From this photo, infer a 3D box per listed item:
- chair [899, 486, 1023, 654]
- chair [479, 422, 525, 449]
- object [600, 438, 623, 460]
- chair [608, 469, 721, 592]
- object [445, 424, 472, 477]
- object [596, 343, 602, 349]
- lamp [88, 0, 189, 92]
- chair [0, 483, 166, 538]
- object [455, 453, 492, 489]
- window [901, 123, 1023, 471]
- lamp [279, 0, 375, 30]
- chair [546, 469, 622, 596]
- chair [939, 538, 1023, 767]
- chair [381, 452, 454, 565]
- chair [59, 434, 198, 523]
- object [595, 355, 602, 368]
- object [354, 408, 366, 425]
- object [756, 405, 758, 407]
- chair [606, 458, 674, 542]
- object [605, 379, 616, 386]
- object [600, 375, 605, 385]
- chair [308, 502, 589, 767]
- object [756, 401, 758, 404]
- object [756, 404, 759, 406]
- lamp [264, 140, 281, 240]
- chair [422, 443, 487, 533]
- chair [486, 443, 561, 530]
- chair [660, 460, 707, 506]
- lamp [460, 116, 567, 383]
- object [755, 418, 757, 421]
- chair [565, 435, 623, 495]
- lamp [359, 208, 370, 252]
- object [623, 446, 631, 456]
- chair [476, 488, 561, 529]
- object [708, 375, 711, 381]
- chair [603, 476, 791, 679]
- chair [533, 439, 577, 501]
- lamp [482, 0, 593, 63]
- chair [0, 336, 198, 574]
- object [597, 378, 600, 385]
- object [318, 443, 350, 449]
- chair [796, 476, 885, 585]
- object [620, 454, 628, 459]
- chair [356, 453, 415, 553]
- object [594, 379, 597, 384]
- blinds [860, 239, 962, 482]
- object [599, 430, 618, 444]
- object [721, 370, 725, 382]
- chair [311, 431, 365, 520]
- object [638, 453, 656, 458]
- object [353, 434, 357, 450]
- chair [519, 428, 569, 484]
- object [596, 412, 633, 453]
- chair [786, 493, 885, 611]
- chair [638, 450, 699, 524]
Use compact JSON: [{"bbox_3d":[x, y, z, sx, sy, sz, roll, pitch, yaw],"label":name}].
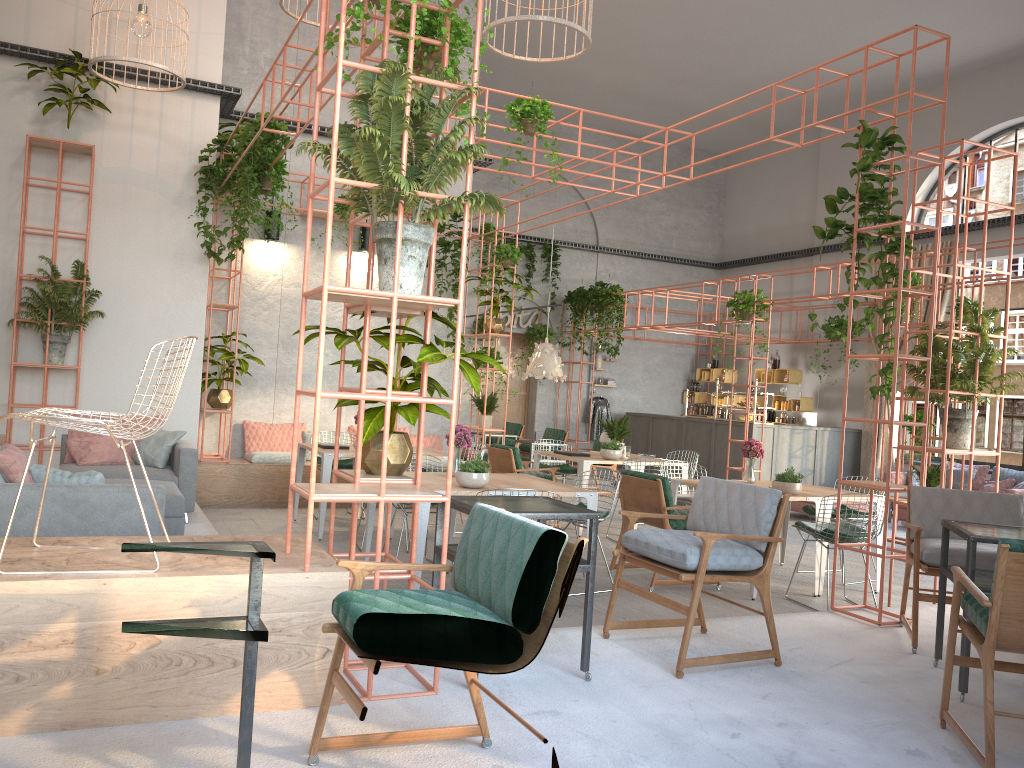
[{"bbox_3d":[2.741,1.111,5.290,0.722,0.914,0.685,4,0,15],"label":"chair"},{"bbox_3d":[-0.218,1.195,17.030,0.685,0.930,0.722,4,0,-25],"label":"chair"},{"bbox_3d":[1.115,0.727,9.953,0.248,0.247,0.254,4,0,-25],"label":"object"},{"bbox_3d":[1.303,1.219,7.533,0.685,0.917,0.722,4,0,-25],"label":"chair"},{"bbox_3d":[-0.423,0.523,6.991,0.213,0.414,0.225,4,0,-33],"label":"object"},{"bbox_3d":[1.873,-0.811,19.054,0.133,0.145,0.133,3,0,27],"label":"object"},{"bbox_3d":[-3.561,-4.753,8.718,0.883,3.476,0.883,3,0,27],"label":"lamp"},{"bbox_3d":[-2.724,0.833,5.438,1.056,0.586,1.127,4,0,-25],"label":"chair"},{"bbox_3d":[-0.277,0.611,6.280,0.247,0.247,0.252,4,0,-25],"label":"object"},{"bbox_3d":[8.053,-1.401,14.043,0.089,5.538,4.127,4,0,-25],"label":"window"},{"bbox_3d":[-1.638,-5.269,8.406,0.883,3.476,0.883,3,0,27],"label":"lamp"},{"bbox_3d":[0.490,1.160,7.119,0.717,0.941,0.565,4,0,-29],"label":"chair"},{"bbox_3d":[2.161,1.059,3.472,0.722,0.917,0.685,4,0,15],"label":"chair"},{"bbox_3d":[-0.809,1.079,7.530,0.565,0.941,0.717,4,0,-24],"label":"chair"},{"bbox_3d":[-3.494,0.845,8.036,1.127,0.672,1.052,4,0,-25],"label":"chair"},{"bbox_3d":[1.857,-0.508,19.061,0.136,0.336,0.145,4,0,-11],"label":"object"},{"bbox_3d":[-1.584,0.466,9.473,0.213,0.414,0.225,4,0,-33],"label":"object"},{"bbox_3d":[4.331,0.375,15.853,0.132,0.051,0.099,4,0,-27],"label":"object"},{"bbox_3d":[1.377,1.234,9.526,0.565,0.941,0.717,4,0,-9],"label":"chair"},{"bbox_3d":[2.136,-0.039,19.207,0.219,0.149,0.129,4,0,-25],"label":"object"},{"bbox_3d":[1.944,-0.085,19.116,0.081,0.204,0.081,4,0,-25],"label":"object"},{"bbox_3d":[-0.227,0.896,2.929,0.685,0.929,0.722,4,0,-25],"label":"chair"},{"bbox_3d":[4.295,0.332,15.782,0.142,0.087,0.094,4,0,-17],"label":"object"},{"bbox_3d":[4.358,0.365,15.835,0.152,0.058,0.095,4,0,-35],"label":"object"},{"bbox_3d":[-2.944,-2.513,11.039,0.179,1.425,0.185,4,0,-25],"label":"lamp"},{"bbox_3d":[-0.669,1.103,9.596,0.717,0.941,0.565,4,0,-29],"label":"chair"},{"bbox_3d":[0.109,1.160,10.047,0.685,0.917,0.722,4,0,-25],"label":"chair"},{"bbox_3d":[1.778,1.254,8.691,0.565,0.941,0.717,4,0,-24],"label":"chair"},{"bbox_3d":[-0.143,-2.087,15.120,0.704,4.052,4.456,4,0,-25],"label":"lamp"},{"bbox_3d":[4.301,0.617,15.867,0.240,0.104,0.073,4,-1,-44],"label":"object"},{"bbox_3d":[1.266,1.268,13.857,0.685,0.929,0.722,4,0,-25],"label":"chair"},{"bbox_3d":[-1.852,-2.440,11.552,0.179,1.425,0.185,4,0,-25],"label":"lamp"},{"bbox_3d":[1.380,0.808,10.662,0.095,0.119,0.095,4,0,-1],"label":"object"},{"bbox_3d":[-0.015,1.118,5.852,0.565,0.941,0.717,4,0,-9],"label":"chair"},{"bbox_3d":[4.329,-0.128,19.304,0.123,0.142,0.141,4,0,-25],"label":"object"},{"bbox_3d":[0.995,0.988,4.789,0.685,0.929,0.722,4,0,-25],"label":"chair"},{"bbox_3d":[0.583,1.195,11.204,0.565,0.941,0.717,4,0,-24],"label":"chair"},{"bbox_3d":[0.311,-4.515,7.233,0.883,3.476,0.883,3,0,27],"label":"lamp"},{"bbox_3d":[-1.680,0.249,3.590,0.717,0.941,0.565,4,0,-16],"label":"chair"},{"bbox_3d":[1.869,-0.063,19.072,0.063,0.151,0.063,4,-1,-39],"label":"object"},{"bbox_3d":[-1.855,0.638,9.130,0.268,0.031,0.427,4,0,-25],"label":"object"},{"bbox_3d":[3.077,1.334,8.280,0.717,0.941,0.565,4,0,-29],"label":"chair"},{"bbox_3d":[1.284,0.827,10.207,0.115,0.078,0.115,4,0,-19],"label":"object"},{"bbox_3d":[-1.174,1.062,8.329,0.565,0.941,0.717,4,0,-9],"label":"chair"},{"bbox_3d":[1.802,-0.074,19.063,0.055,0.164,0.092,4,0,-6],"label":"object"},{"bbox_3d":[7.450,-0.201,13.916,0.414,4.389,4.957,4,0,-24],"label":"blinds"},{"bbox_3d":[1.176,0.711,10.713,0.241,0.313,0.241,4,0,20],"label":"object"},{"bbox_3d":[4.550,-0.175,18.987,0.137,0.261,0.137,4,0,11],"label":"object"},{"bbox_3d":[-1.968,1.023,10.007,0.565,0.941,0.717,4,0,-24],"label":"chair"},{"bbox_3d":[1.618,0.863,10.649,0.218,0.041,0.218,4,0,-17],"label":"object"},{"bbox_3d":[-1.435,0.555,8.756,0.248,0.247,0.254,4,0,-25],"label":"object"},{"bbox_3d":[0.516,1.231,15.460,0.685,0.930,0.722,4,0,-25],"label":"chair"},{"bbox_3d":[1.216,0.594,10.388,0.438,0.527,0.368,4,0,-25],"label":"object"},{"bbox_3d":[2.572,1.293,7.013,0.565,0.941,0.717,4,0,-9],"label":"chair"},{"bbox_3d":[1.882,1.275,10.793,0.717,0.941,0.565,4,0,-29],"label":"chair"}]
